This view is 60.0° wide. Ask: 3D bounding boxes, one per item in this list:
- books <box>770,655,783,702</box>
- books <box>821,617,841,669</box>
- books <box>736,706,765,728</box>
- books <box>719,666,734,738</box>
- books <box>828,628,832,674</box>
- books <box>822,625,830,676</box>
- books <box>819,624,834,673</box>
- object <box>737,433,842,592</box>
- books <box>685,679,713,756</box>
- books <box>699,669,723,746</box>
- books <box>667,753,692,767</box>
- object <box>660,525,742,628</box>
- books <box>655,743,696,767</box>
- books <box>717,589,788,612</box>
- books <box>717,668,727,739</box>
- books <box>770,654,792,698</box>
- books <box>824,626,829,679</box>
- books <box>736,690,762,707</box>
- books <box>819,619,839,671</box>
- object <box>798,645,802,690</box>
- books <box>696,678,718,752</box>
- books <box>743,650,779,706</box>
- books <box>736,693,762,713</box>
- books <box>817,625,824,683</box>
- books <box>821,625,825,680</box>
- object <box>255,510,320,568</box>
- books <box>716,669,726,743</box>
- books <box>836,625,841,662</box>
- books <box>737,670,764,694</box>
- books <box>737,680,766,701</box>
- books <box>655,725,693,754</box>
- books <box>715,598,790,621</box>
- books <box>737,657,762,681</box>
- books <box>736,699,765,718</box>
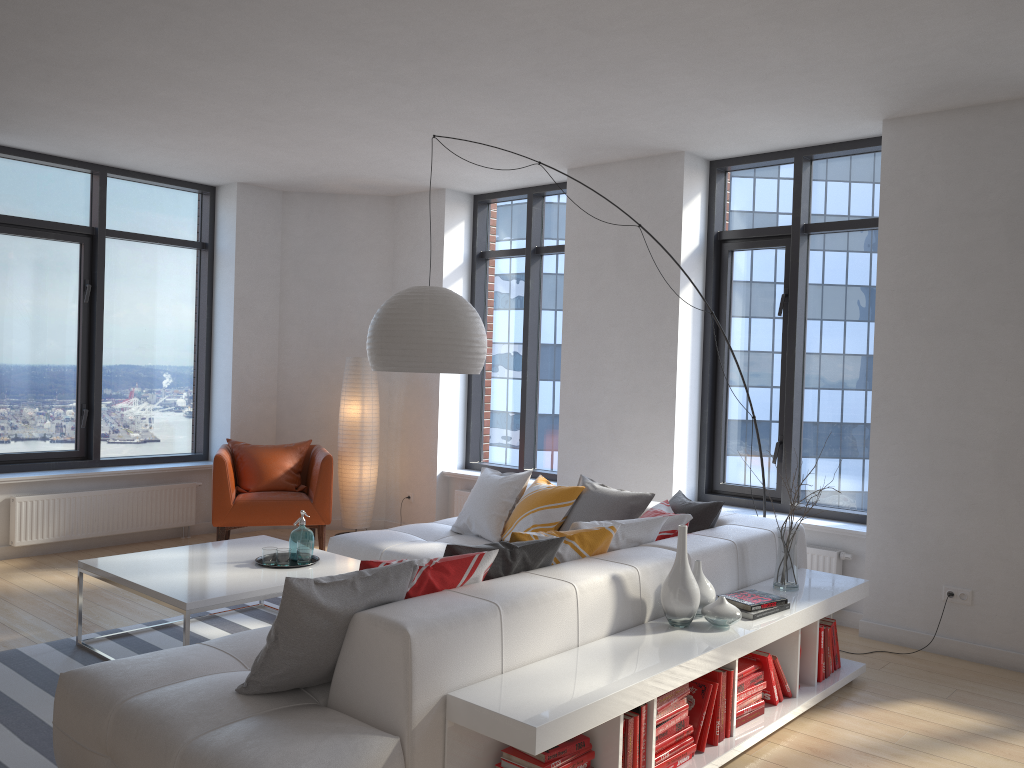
[{"bbox_3d":[1.082,1.271,3.886,0.171,0.232,0.148,3,1,43],"label":"books"},{"bbox_3d":[1.512,1.264,4.378,0.198,0.255,0.116,3,1,41],"label":"books"},{"bbox_3d":[0.899,1.366,3.712,0.206,0.034,0.259,3,1,44],"label":"books"},{"bbox_3d":[0.793,1.250,3.533,0.181,0.269,0.028,3,1,41],"label":"books"},{"bbox_3d":[1.459,1.276,4.296,0.165,0.230,0.081,3,1,41],"label":"books"},{"bbox_3d":[1.440,1.269,4.266,0.175,0.247,0.066,3,1,41],"label":"books"},{"bbox_3d":[1.472,1.275,4.317,0.178,0.233,0.083,3,1,41],"label":"books"},{"bbox_3d":[1.364,0.598,4.165,0.406,0.744,0.607,2,1,-9],"label":"object"},{"bbox_3d":[0.649,1.257,3.393,0.188,0.247,0.144,3,1,42],"label":"books"},{"bbox_3d":[0.724,1.243,3.466,0.199,0.282,0.046,3,1,41],"label":"books"},{"bbox_3d":[0.501,1.365,3.240,0.200,0.029,0.274,3,1,41],"label":"books"},{"bbox_3d":[0.733,0.761,3.577,0.316,0.398,0.319,1,1,-25],"label":"object"},{"bbox_3d":[0.517,1.337,3.231,0.188,0.030,0.282,3,1,43],"label":"books"},{"bbox_3d":[1.028,0.926,3.799,0.238,0.027,0.188,1,1,-35],"label":"books"},{"bbox_3d":[0.764,1.251,3.522,0.188,0.266,0.028,3,1,41],"label":"books"},{"bbox_3d":[1.119,1.277,3.927,0.188,0.223,0.186,3,1,42],"label":"books"},{"bbox_3d":[1.412,1.265,4.251,0.199,0.252,0.076,3,1,41],"label":"books"},{"bbox_3d":[0.909,1.288,3.704,0.178,0.023,0.236,3,1,41],"label":"books"},{"bbox_3d":[1.493,1.267,4.351,0.187,0.249,0.119,3,1,41],"label":"books"},{"bbox_3d":[1.263,1.260,4.073,0.125,0.258,0.125,2,1,19],"label":"object"},{"bbox_3d":[0.682,1.258,3.419,0.192,0.245,0.115,3,1,41],"label":"books"},{"bbox_3d":[1.046,1.261,3.854,0.192,0.248,0.134,3,1,41],"label":"books"},{"bbox_3d":[0.903,1.311,3.711,0.182,0.025,0.257,3,1,41],"label":"books"},{"bbox_3d":[1.373,1.256,4.197,0.198,0.268,0.050,3,1,41],"label":"books"},{"bbox_3d":[1.396,1.261,4.219,0.185,0.262,0.056,3,1,41],"label":"books"},{"bbox_3d":[-1.173,0.800,4.648,0.330,0.265,0.330,1,1,-25],"label":"object"},{"bbox_3d":[0.737,1.248,3.505,0.215,0.270,0.038,3,1,41],"label":"books"},{"bbox_3d":[1.533,1.277,4.405,0.173,0.230,0.103,3,1,41],"label":"books"},{"bbox_3d":[0.899,1.229,3.721,0.206,0.039,0.279,3,1,40],"label":"books"},{"bbox_3d":[0.912,1.263,3.713,0.261,0.027,0.191,1,1,-45],"label":"books"},{"bbox_3d":[0.490,1.281,3.258,0.227,0.032,0.301,3,1,41],"label":"books"},{"bbox_3d":[1.010,0.952,3.817,0.300,0.026,0.245,1,1,-44],"label":"books"},{"bbox_3d":[0.878,1.193,3.732,0.227,0.032,0.301,3,1,41],"label":"books"},{"bbox_3d":[0.900,1.337,3.699,0.266,0.026,0.187,1,1,-43],"label":"books"}]
